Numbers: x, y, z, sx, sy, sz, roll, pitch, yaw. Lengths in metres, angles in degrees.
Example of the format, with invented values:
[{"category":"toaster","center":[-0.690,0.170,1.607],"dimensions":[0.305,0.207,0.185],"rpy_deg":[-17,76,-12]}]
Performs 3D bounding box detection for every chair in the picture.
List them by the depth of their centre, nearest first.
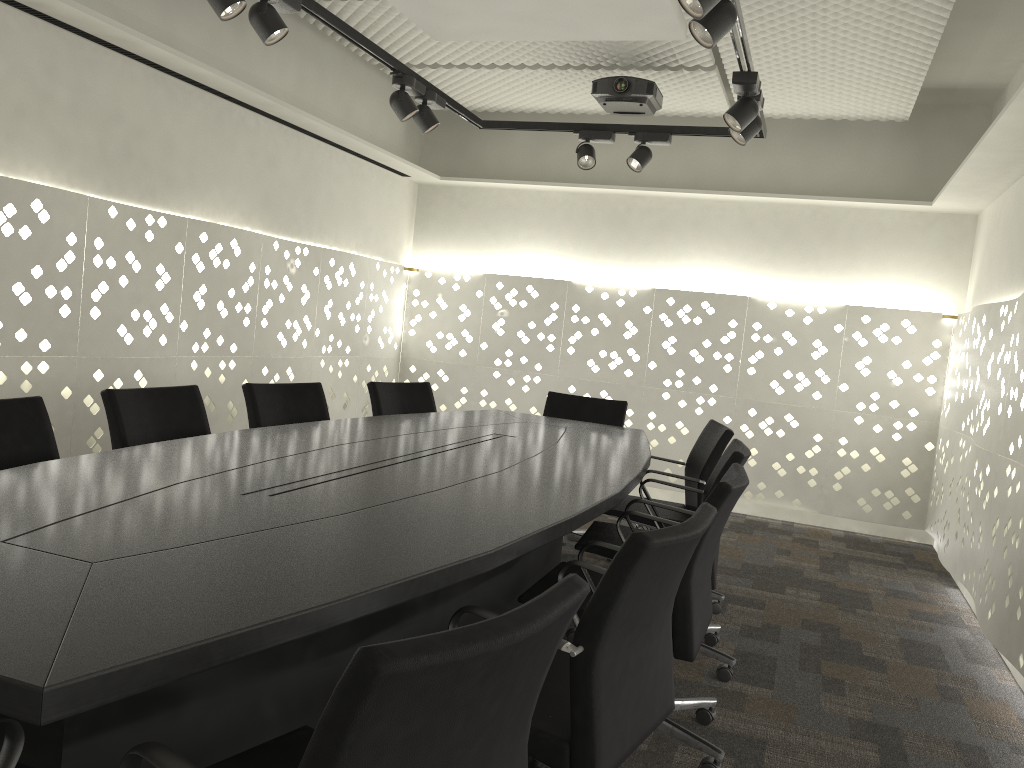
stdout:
[{"category":"chair","center":[-0.873,0.541,1.038],"dimensions":[0.559,0.757,0.579],"rpy_deg":[8,4,23]},{"category":"chair","center":[-0.241,0.601,1.136],"dimensions":[0.579,0.757,0.559],"rpy_deg":[9,5,38]},{"category":"chair","center":[0.080,0.594,1.749],"dimensions":[0.579,0.757,0.559],"rpy_deg":[9,5,33]},{"category":"chair","center":[-1.142,0.438,2.146],"dimensions":[0.579,0.757,0.559],"rpy_deg":[7,4,18]},{"category":"chair","center":[0.332,0.578,2.376],"dimensions":[0.579,0.757,0.559],"rpy_deg":[8,4,23]},{"category":"chair","center":[-0.994,0.408,2.824],"dimensions":[0.579,0.757,0.559],"rpy_deg":[8,4,23]},{"category":"chair","center":[0.513,0.554,3.021],"dimensions":[0.579,0.757,0.559],"rpy_deg":[7,4,18]},{"category":"chair","center":[-0.745,0.394,3.411],"dimensions":[0.579,0.757,0.559],"rpy_deg":[9,5,33]},{"category":"chair","center":[0.621,0.520,3.696],"dimensions":[0.579,0.757,0.559],"rpy_deg":[7,4,8]},{"category":"chair","center":[-0.382,0.390,4.053],"dimensions":[0.579,0.757,0.559],"rpy_deg":[9,5,38]},{"category":"chair","center":[0.291,0.444,4.309],"dimensions":[0.559,0.757,0.579],"rpy_deg":[8,4,23]}]

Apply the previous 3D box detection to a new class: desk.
[{"category":"desk","center":[-0.314,0.544,2.634],"dimensions":[1.223,0.658,3.364],"rpy_deg":[7,4,19]}]

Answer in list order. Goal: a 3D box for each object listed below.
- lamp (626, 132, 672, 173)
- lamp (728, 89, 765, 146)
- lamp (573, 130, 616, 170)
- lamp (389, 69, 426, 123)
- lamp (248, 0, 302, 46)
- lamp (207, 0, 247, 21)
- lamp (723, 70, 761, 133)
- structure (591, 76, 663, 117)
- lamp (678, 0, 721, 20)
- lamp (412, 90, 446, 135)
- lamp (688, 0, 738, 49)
[{"category":"lamp","center":[0.664,-1.139,4.315],"dimensions":[0.214,0.224,0.118],"rpy_deg":[7,4,7]},{"category":"lamp","center":[0.921,-1.057,3.493],"dimensions":[0.126,0.224,0.213],"rpy_deg":[8,4,22]},{"category":"lamp","center":[0.394,-1.174,4.396],"dimensions":[0.213,0.224,0.126],"rpy_deg":[8,4,22]},{"category":"lamp","center":[-0.443,-1.220,3.770],"dimensions":[0.126,0.224,0.213],"rpy_deg":[8,4,22]},{"category":"lamp","center":[-0.761,-1.191,2.839],"dimensions":[0.126,0.224,0.213],"rpy_deg":[8,4,22]},{"category":"lamp","center":[-0.834,-1.184,2.628],"dimensions":[0.126,0.224,0.213],"rpy_deg":[8,4,22]},{"category":"lamp","center":[0.849,-1.050,3.282],"dimensions":[0.126,0.224,0.213],"rpy_deg":[8,4,22]},{"category":"structure","center":[0.608,-1.509,4.656],"dimensions":[0.327,0.144,0.371],"rpy_deg":[7,4,19]},{"category":"lamp","center":[0.467,-1.015,2.165],"dimensions":[0.126,0.224,0.213],"rpy_deg":[8,4,22]},{"category":"lamp","center":[-0.371,-1.227,3.981],"dimensions":[0.126,0.224,0.213],"rpy_deg":[8,4,22]},{"category":"lamp","center":[0.539,-1.022,2.376],"dimensions":[0.126,0.224,0.213],"rpy_deg":[8,4,22]}]
